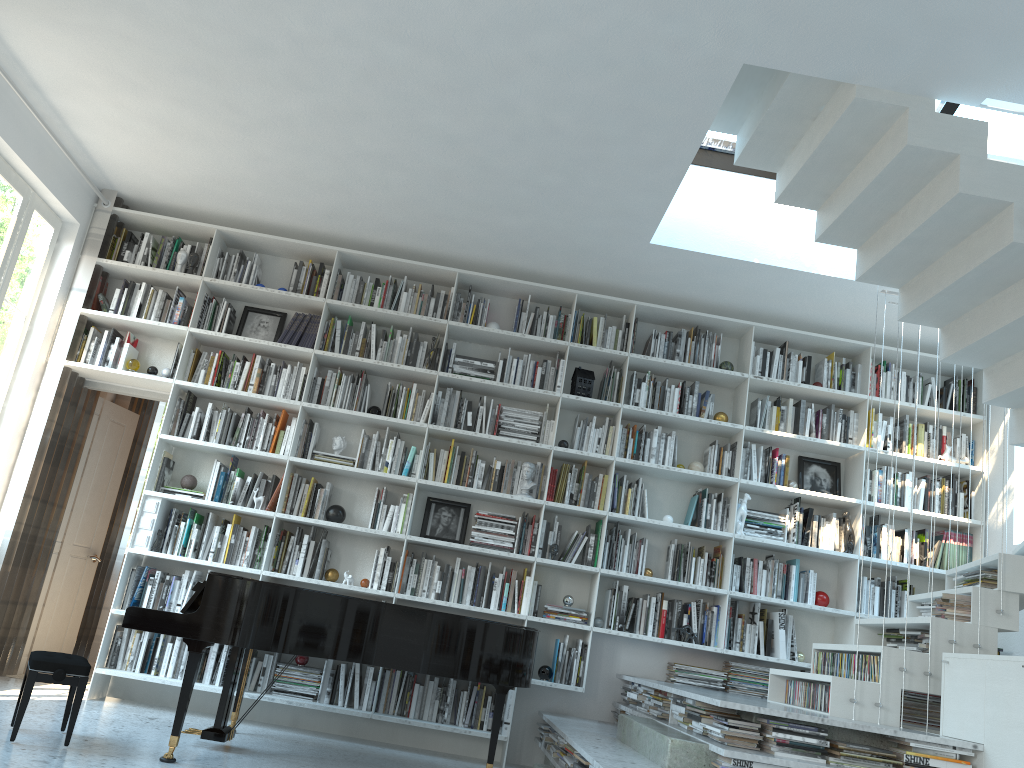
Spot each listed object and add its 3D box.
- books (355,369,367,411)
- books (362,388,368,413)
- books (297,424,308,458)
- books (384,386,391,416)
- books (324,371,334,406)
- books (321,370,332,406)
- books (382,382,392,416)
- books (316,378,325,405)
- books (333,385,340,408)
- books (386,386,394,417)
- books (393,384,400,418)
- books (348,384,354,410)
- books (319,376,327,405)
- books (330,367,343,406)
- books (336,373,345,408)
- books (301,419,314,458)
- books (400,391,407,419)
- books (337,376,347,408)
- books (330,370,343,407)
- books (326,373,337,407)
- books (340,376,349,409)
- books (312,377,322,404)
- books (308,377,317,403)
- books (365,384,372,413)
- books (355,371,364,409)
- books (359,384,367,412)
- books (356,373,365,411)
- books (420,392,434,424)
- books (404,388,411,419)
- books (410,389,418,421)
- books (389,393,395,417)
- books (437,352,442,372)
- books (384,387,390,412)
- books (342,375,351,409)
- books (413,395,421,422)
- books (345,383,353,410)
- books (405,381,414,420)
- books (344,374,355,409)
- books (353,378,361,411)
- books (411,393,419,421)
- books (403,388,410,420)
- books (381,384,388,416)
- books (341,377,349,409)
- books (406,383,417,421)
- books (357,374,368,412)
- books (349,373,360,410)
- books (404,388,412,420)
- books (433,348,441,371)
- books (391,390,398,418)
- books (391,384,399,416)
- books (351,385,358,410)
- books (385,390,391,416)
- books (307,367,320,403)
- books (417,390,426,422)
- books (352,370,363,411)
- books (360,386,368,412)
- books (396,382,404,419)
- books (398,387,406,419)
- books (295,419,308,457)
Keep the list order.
[{"bbox_3d":[-1.036,0.076,6.075,0.005,0.330,0.162,10,-15,-1],"label":"books"},{"bbox_3d":[-1.001,0.142,6.063,0.004,0.209,0.132,10,-15,-1],"label":"books"},{"bbox_3d":[-1.401,0.406,5.957,0.024,0.256,0.134,10,-15,-1],"label":"books"},{"bbox_3d":[-0.849,0.147,6.051,0.005,0.239,0.174,10,-16,-1],"label":"books"},{"bbox_3d":[-1.241,0.062,6.048,0.012,0.275,0.157,10,-15,-1],"label":"books"},{"bbox_3d":[-1.260,0.058,6.052,0.026,0.278,0.151,10,-15,-1],"label":"books"},{"bbox_3d":[-0.861,0.135,6.082,0.012,0.275,0.129,10,-15,-1],"label":"books"},{"bbox_3d":[-1.302,0.086,6.063,0.024,0.218,0.140,10,-15,-1],"label":"books"},{"bbox_3d":[-1.186,0.118,6.048,0.029,0.186,0.149,10,-16,-1],"label":"books"},{"bbox_3d":[-0.831,0.150,6.042,0.005,0.235,0.179,10,-16,-1],"label":"books"},{"bbox_3d":[-0.789,0.144,6.068,0.005,0.274,0.157,10,-15,-1],"label":"books"},{"bbox_3d":[-1.093,0.118,6.063,0.011,0.226,0.130,10,-15,-1],"label":"books"},{"bbox_3d":[-1.282,0.076,6.053,0.012,0.239,0.134,10,-15,-1],"label":"books"},{"bbox_3d":[-1.205,0.053,6.068,0.011,0.316,0.155,10,-15,-1],"label":"books"},{"bbox_3d":[-1.161,0.079,6.035,0.009,0.262,0.190,10,-16,-1],"label":"books"},{"bbox_3d":[-1.382,0.395,5.980,0.011,0.297,0.136,10,-15,-1],"label":"books"},{"bbox_3d":[-0.741,0.175,6.077,0.011,0.235,0.131,10,-15,-1],"label":"books"},{"bbox_3d":[-1.151,0.087,6.035,0.012,0.251,0.184,10,-16,-1],"label":"books"},{"bbox_3d":[-1.196,0.065,6.043,0.010,0.282,0.184,10,-15,-1],"label":"books"},{"bbox_3d":[-1.225,0.072,6.048,0.024,0.261,0.178,10,-15,-1],"label":"books"},{"bbox_3d":[-1.141,0.090,6.060,0.010,0.261,0.170,10,-15,-1],"label":"books"},{"bbox_3d":[-1.328,0.079,6.064,0.029,0.224,0.137,10,-15,-1],"label":"books"},{"bbox_3d":[-1.349,0.077,6.037,0.015,0.207,0.186,10,-16,-1],"label":"books"},{"bbox_3d":[-0.983,0.133,6.059,0.031,0.231,0.148,10,-15,-1],"label":"books"},{"bbox_3d":[-1.042,0.083,6.075,0.005,0.315,0.157,10,-15,-1],"label":"books"},{"bbox_3d":[-1.018,0.128,6.074,0.009,0.236,0.135,10,-15,-1],"label":"books"},{"bbox_3d":[-1.033,0.088,6.070,0.005,0.304,0.163,10,-15,-1],"label":"books"},{"bbox_3d":[-0.579,0.193,6.042,0.064,0.236,0.209,10,-16,-1],"label":"books"},{"bbox_3d":[-0.714,0.162,6.069,0.004,0.264,0.142,10,-15,-1],"label":"books"},{"bbox_3d":[-0.672,0.175,6.069,0.010,0.256,0.140,10,-15,-1],"label":"books"},{"bbox_3d":[-0.818,0.176,6.060,0.011,0.199,0.163,10,-16,-1],"label":"books"},{"bbox_3d":[-0.504,-0.116,6.182,0.019,0.193,0.098,10,-15,-1],"label":"books"},{"bbox_3d":[-0.856,0.154,6.074,0.005,0.238,0.146,10,-15,-1],"label":"books"},{"bbox_3d":[-1.120,0.090,6.044,0.009,0.260,0.181,10,-15,-1],"label":"books"},{"bbox_3d":[-0.648,0.200,6.068,0.024,0.215,0.142,10,-15,-1],"label":"books"},{"bbox_3d":[-1.104,0.117,6.037,0.011,0.208,0.181,10,-16,-1],"label":"books"},{"bbox_3d":[-0.699,0.145,6.071,0.006,0.303,0.166,10,-15,-1],"label":"books"},{"bbox_3d":[-1.110,0.084,6.053,0.011,0.278,0.169,10,-15,-1],"label":"books"},{"bbox_3d":[-1.053,0.104,6.056,0.010,0.261,0.158,10,-15,-1],"label":"books"},{"bbox_3d":[-0.664,0.191,6.069,0.011,0.229,0.166,10,-16,-1],"label":"books"},{"bbox_3d":[-0.725,0.166,6.068,0.017,0.252,0.140,10,-15,-1],"label":"books"},{"bbox_3d":[-0.871,0.142,6.071,0.005,0.253,0.161,10,-15,-1],"label":"books"},{"bbox_3d":[-1.132,0.095,6.059,0.011,0.255,0.152,10,-15,-1],"label":"books"},{"bbox_3d":[-0.685,0.157,6.065,0.022,0.284,0.190,10,-15,-1],"label":"books"},{"bbox_3d":[-1.021,0.094,6.048,0.011,0.286,0.189,10,-15,-1],"label":"books"},{"bbox_3d":[-1.076,0.084,6.053,0.011,0.290,0.177,10,-15,-1],"label":"books"},{"bbox_3d":[-0.709,0.167,6.062,0.006,0.252,0.181,10,-16,-1],"label":"books"},{"bbox_3d":[-0.525,-0.131,6.178,0.028,0.211,0.135,10,-15,-1],"label":"books"},{"bbox_3d":[-0.798,0.165,6.040,0.006,0.215,0.181,10,-16,-1],"label":"books"},{"bbox_3d":[-0.804,0.149,6.077,0.009,0.266,0.150,10,-15,-1],"label":"books"},{"bbox_3d":[-1.073,0.128,6.068,0.012,0.216,0.133,10,-15,-1],"label":"books"},{"bbox_3d":[-0.844,0.165,6.065,0.013,0.215,0.150,10,-15,-1],"label":"books"},{"bbox_3d":[-1.357,0.042,6.063,0.012,0.284,0.160,10,-15,-1],"label":"books"},{"bbox_3d":[-0.621,0.182,6.065,0.022,0.256,0.155,10,-15,-1],"label":"books"},{"bbox_3d":[-1.056,0.077,6.070,0.004,0.320,0.153,10,-15,-1],"label":"books"},{"bbox_3d":[-1.009,0.137,6.066,0.012,0.217,0.151,10,-15,-1],"label":"books"},{"bbox_3d":[-0.770,0.144,6.081,0.033,0.286,0.155,10,-15,-1],"label":"books"},{"bbox_3d":[-0.749,0.160,6.043,0.013,0.243,0.189,10,-16,-1],"label":"books"},{"bbox_3d":[-1.417,0.391,5.966,0.012,0.284,0.160,10,-15,-1],"label":"books"}]
